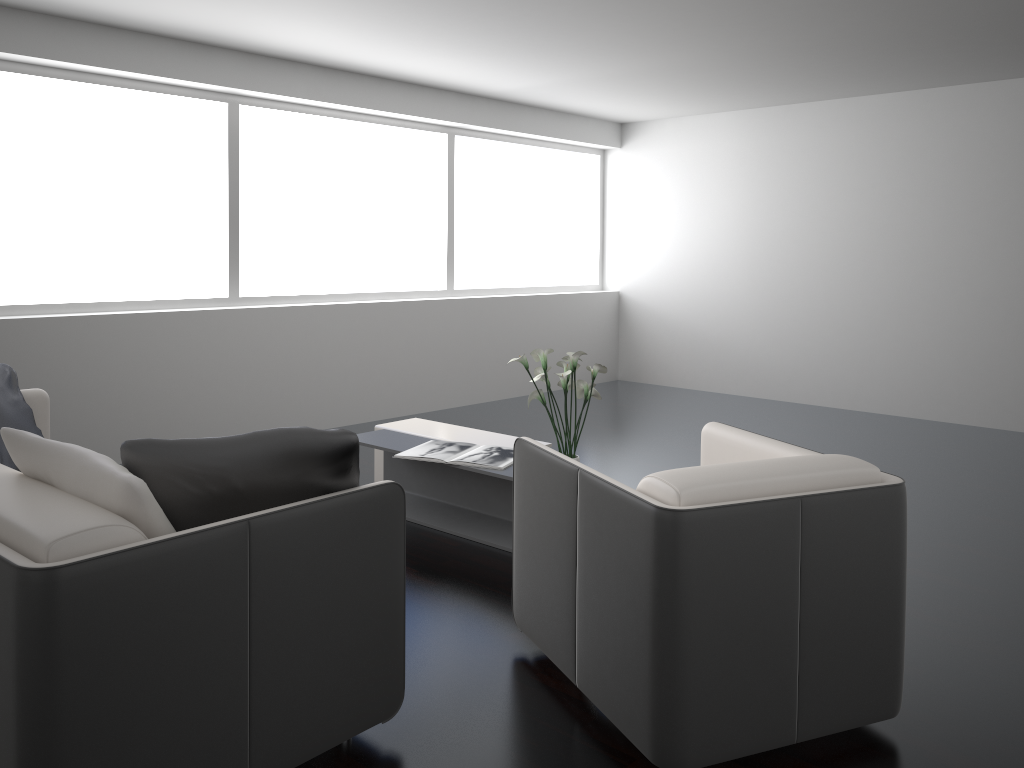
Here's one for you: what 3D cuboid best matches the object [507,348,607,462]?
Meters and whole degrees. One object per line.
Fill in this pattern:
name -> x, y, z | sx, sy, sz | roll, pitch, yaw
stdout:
object -> 0.223, 0.227, 4.135 | 0.378, 0.793, 0.449 | 2, 4, 26

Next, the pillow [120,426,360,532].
pillow -> -0.649, 0.310, 2.209 | 0.565, 0.447, 0.280 | 0, 4, -3

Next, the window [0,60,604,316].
window -> -1.872, -1.212, 5.837 | 0.110, 1.422, 8.091 | 2, 7, 43

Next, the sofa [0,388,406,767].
sofa -> -1.416, 0.459, 2.654 | 2.250, 0.656, 0.923 | 7, 9, 40

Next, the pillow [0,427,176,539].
pillow -> -0.943, 0.355, 2.111 | 0.586, 0.496, 0.325 | 4, 5, 32

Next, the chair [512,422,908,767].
chair -> 0.524, 0.490, 2.557 | 0.768, 0.657, 0.927 | -2, 7, -22

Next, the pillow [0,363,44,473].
pillow -> -1.988, 0.140, 3.338 | 0.333, 0.433, 0.557 | 0, 6, -2

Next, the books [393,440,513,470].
books -> -0.218, 0.316, 4.022 | 0.549, 0.017, 0.361 | 4, 9, 23

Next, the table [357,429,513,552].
table -> -0.286, 0.472, 4.086 | 1.264, 0.312, 0.300 | 8, 8, 41

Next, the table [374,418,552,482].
table -> -0.270, 0.411, 4.492 | 0.973, 0.312, 0.300 | 7, 8, 41
